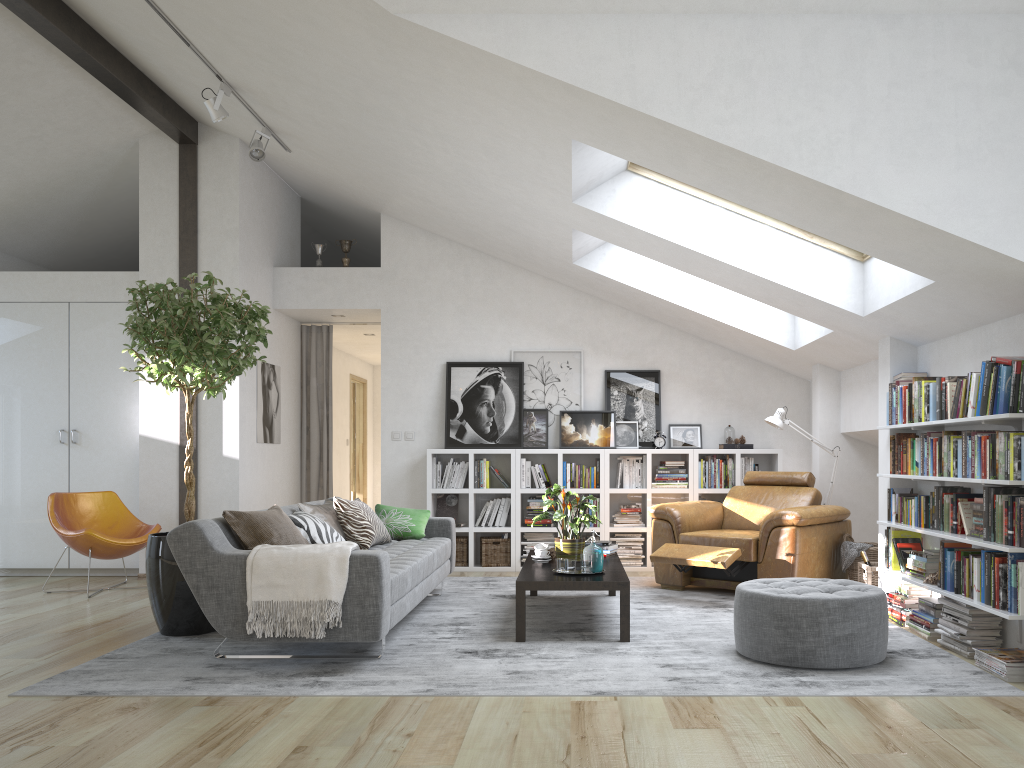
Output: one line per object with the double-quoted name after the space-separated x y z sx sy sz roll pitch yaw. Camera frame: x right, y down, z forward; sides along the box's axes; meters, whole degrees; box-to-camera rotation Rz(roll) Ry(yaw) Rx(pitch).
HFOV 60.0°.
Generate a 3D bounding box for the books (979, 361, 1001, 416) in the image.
2.299 0.023 4.149 0.180 0.265 0.124 0 -1 1 "books"

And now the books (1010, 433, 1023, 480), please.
2.269 0.319 3.895 0.159 0.209 0.030 0 0 0 "books"

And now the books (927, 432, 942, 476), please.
2.335 0.380 4.832 0.145 0.239 0.037 0 0 0 "books"

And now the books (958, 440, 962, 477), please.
2.305 0.372 4.416 0.147 0.190 0.062 0 0 0 "books"

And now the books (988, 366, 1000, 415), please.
2.277 0.033 4.054 0.166 0.230 0.090 0 -1 1 "books"

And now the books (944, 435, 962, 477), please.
2.320 0.374 4.606 0.148 0.214 0.042 0 0 0 "books"

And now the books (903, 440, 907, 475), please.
2.364 0.428 5.191 0.141 0.203 0.044 0 0 0 "books"

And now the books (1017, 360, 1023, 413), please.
2.289 0.014 3.850 0.166 0.232 0.071 0 0 1 "books"

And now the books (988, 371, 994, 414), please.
2.282 0.037 4.084 0.145 0.226 0.081 0 -1 1 "books"

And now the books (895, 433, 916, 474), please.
2.360 0.417 5.324 0.115 0.245 0.034 0 0 0 "books"

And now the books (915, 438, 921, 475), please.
2.349 0.408 4.996 0.151 0.209 0.027 0 0 0 "books"

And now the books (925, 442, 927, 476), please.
2.329 0.410 4.859 0.133 0.184 0.018 0 0 0 "books"

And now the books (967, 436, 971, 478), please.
2.286 0.355 4.316 0.139 0.206 0.022 0 0 0 "books"

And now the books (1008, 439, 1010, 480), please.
2.263 0.334 3.921 0.140 0.184 0.024 0 0 0 "books"

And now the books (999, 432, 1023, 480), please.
2.270 0.324 3.981 0.156 0.213 0.052 0 0 0 "books"

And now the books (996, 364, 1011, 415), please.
2.284 0.027 4.011 0.166 0.232 0.071 0 0 1 "books"

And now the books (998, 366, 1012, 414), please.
2.275 0.030 3.975 0.159 0.222 0.078 0 -1 1 "books"

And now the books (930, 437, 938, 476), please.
2.327 0.391 4.778 0.151 0.209 0.024 0 0 0 "books"

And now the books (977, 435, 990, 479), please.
2.279 0.344 4.193 0.159 0.209 0.030 0 0 0 "books"

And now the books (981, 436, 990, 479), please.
2.279 0.343 4.154 0.149 0.203 0.049 0 0 0 "books"

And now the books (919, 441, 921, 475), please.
2.350 0.415 4.958 0.139 0.190 0.050 0 0 0 "books"

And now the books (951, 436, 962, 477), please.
2.320 0.371 4.537 0.151 0.209 0.024 0 0 -1 "books"

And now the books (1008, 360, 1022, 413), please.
2.293 0.016 3.926 0.164 0.242 0.094 0 -1 1 "books"

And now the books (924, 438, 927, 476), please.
2.333 0.400 4.877 0.132 0.206 0.018 0 0 0 "books"

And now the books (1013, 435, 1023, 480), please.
2.266 0.322 3.861 0.152 0.198 0.039 0 0 0 "books"

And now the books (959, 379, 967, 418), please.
2.304 0.076 4.402 0.146 0.202 0.076 0 -1 1 "books"

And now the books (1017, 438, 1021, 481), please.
2.255 0.326 3.831 0.140 0.184 0.023 0 0 0 "books"

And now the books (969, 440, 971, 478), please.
2.282 0.365 4.294 0.140 0.184 0.023 0 0 0 "books"

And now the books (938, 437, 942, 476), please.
2.318 0.381 4.664 0.151 0.209 0.024 0 0 0 "books"

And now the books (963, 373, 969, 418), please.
2.310 0.061 4.374 0.145 0.226 0.081 0 -1 1 "books"

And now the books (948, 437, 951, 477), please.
2.315 0.375 4.576 0.132 0.206 0.018 0 0 0 "books"

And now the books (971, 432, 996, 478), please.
2.288 0.341 4.260 0.153 0.223 0.046 0 0 0 "books"

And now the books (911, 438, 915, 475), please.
2.358 0.415 5.076 0.151 0.209 0.026 0 0 0 "books"

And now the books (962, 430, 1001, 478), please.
2.302 0.345 4.356 0.172 0.234 0.057 0 0 0 "books"

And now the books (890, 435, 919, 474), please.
2.392 0.430 5.411 0.163 0.234 0.051 0 0 0 "books"

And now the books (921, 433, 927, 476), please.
2.347 0.389 4.909 0.163 0.234 0.046 0 0 0 "books"

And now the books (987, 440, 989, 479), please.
2.275 0.350 4.117 0.140 0.184 0.024 0 0 0 "books"

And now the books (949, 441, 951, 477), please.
2.315 0.385 4.558 0.133 0.184 0.019 0 0 -1 "books"

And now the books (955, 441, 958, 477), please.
2.308 0.379 4.485 0.133 0.184 0.018 0 0 0 "books"

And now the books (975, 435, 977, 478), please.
2.285 0.346 4.222 0.159 0.209 0.030 0 0 0 "books"

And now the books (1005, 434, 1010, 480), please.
2.264 0.324 3.944 0.139 0.206 0.022 0 0 0 "books"

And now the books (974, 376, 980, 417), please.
2.302 0.063 4.254 0.146 0.202 0.076 0 -1 1 "books"

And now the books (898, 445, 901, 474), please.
2.363 0.452 5.289 0.118 0.171 0.037 0 0 0 "books"

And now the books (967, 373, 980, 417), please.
2.300 0.056 4.286 0.159 0.221 0.096 0 -1 1 "books"

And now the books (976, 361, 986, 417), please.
2.299 0.027 4.206 0.160 0.267 0.114 0 -1 1 "books"

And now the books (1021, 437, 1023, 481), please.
2.263 0.321 3.803 0.146 0.190 0.032 0 0 0 "books"

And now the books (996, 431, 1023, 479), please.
2.274 0.324 4.022 0.153 0.220 0.032 0 0 0 "books"

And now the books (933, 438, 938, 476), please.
2.327 0.391 4.746 0.141 0.203 0.040 0 0 0 "books"

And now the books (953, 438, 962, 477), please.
2.318 0.374 4.510 0.144 0.198 0.031 0 0 0 "books"

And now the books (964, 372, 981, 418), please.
2.306 0.056 4.335 0.155 0.229 0.108 0 -1 1 "books"

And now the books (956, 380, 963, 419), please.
2.309 0.080 4.434 0.146 0.199 0.092 0 -1 1 "books"

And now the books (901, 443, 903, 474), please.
2.372 0.443 5.258 0.133 0.184 0.020 0 0 0 "books"

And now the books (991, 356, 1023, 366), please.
2.294 -0.105 4.031 0.150 0.063 0.197 0 -4 2 "books"

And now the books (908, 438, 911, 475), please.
2.356 0.417 5.101 0.151 0.209 0.027 0 0 0 "books"

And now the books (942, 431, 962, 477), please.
2.324 0.364 4.640 0.145 0.239 0.026 0 0 0 "books"

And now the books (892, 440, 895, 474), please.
2.378 0.441 5.364 0.156 0.204 0.044 0 0 0 "books"

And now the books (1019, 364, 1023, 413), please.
2.274 0.021 3.819 0.153 0.213 0.070 0 0 1 "books"

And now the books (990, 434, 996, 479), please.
2.268 0.332 4.053 0.159 0.209 0.030 0 0 0 "books"
